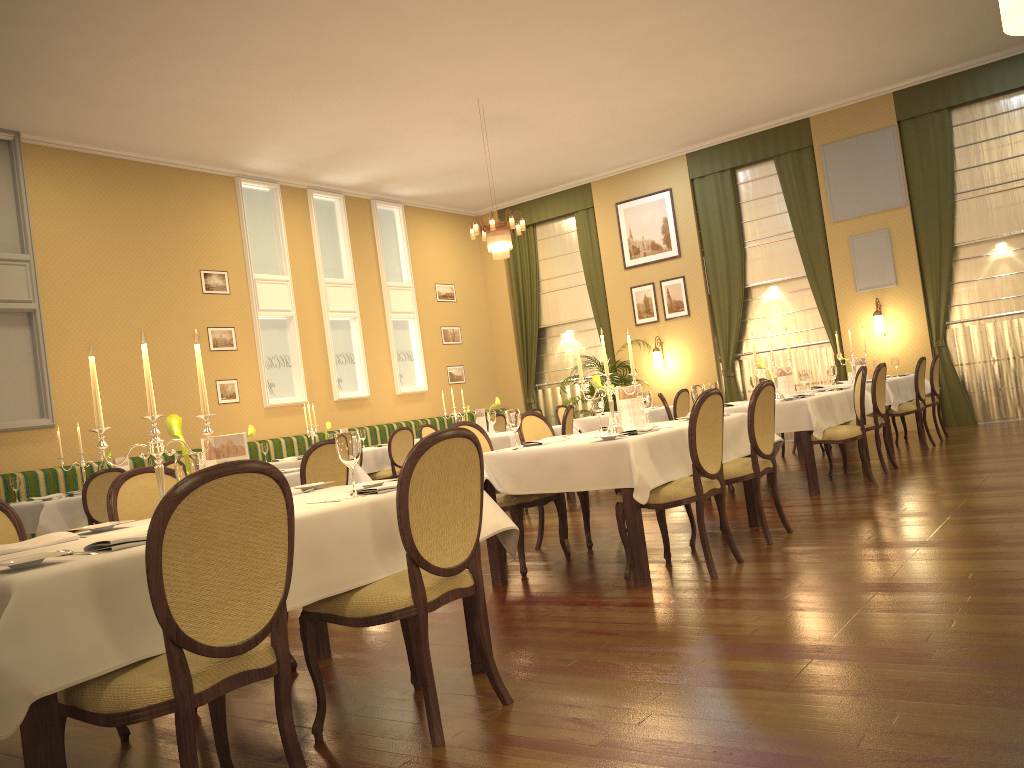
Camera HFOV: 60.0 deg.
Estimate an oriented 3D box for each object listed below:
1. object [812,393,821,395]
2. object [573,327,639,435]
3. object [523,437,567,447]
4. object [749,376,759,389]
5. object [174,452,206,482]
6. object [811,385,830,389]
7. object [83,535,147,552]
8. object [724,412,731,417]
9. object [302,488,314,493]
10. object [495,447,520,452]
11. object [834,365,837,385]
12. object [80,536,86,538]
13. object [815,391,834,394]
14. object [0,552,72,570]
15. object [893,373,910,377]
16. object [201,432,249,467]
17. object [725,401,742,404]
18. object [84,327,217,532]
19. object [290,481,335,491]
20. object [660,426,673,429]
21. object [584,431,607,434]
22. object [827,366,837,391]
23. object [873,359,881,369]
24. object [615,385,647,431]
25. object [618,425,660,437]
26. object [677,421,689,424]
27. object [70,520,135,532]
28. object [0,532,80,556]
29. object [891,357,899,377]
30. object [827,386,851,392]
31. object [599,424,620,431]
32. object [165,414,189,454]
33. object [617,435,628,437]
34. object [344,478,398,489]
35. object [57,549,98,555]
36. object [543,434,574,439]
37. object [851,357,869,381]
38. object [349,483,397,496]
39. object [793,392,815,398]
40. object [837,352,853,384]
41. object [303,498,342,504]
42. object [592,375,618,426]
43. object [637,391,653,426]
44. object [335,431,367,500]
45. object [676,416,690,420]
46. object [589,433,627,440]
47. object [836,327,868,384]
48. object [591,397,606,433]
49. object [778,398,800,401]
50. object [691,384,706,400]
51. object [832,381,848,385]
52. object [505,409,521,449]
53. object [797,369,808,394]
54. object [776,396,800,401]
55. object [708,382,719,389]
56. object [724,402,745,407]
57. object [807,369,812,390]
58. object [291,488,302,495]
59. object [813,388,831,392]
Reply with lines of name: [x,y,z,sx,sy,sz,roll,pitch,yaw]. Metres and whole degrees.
object: [2.573,0.096,7.643,0.185,0.010,0.017,-9,-2,35]
object: [0.578,-0.021,5.328,0.390,0.655,0.131,-7,-2,-21]
object: [0.196,0.342,5.268,0.142,0.033,0.273,-9,-2,35]
object: [2.297,0.043,8.368,0.088,0.229,0.088,-8,-2,-7]
object: [-0.954,0.322,2.653,0.088,0.229,0.088,-8,-2,-7]
object: [3.444,0.033,9.898,0.142,0.033,0.273,-9,-2,35]
object: [-1.031,0.429,2.482,0.142,0.033,0.273,-9,-2,35]
object: [1.287,0.210,5.696,0.142,0.024,0.273,-9,-2,35]
object: [-0.900,0.454,3.741,0.181,0.015,0.038,-9,-2,37]
object: [-0.025,0.372,5.052,0.181,0.015,0.038,-9,-2,37]
object: [3.830,-0.103,10.554,0.088,0.229,0.088,-8,-2,-7]
object: [-1.465,0.511,2.967,0.185,0.010,0.017,-9,-2,36]
object: [2.792,0.075,7.956,0.185,0.010,0.017,-9,-2,35]
object: [-1.218,0.450,2.223,0.160,0.024,0.160,-9,-2,35]
object: [4.535,-0.099,10.327,0.142,0.024,0.273,-9,-2,35]
object: [-0.992,0.316,3.046,0.166,0.277,0.081,-8,-2,7]
object: [2.015,0.176,8.008,0.160,0.024,0.160,-9,-2,35]
object: [-1.153,0.144,2.860,0.390,0.655,0.131,-7,-2,-21]
object: [-0.879,0.450,3.851,0.160,0.024,0.160,-9,-2,35]
object: [0.858,0.259,5.198,0.185,0.010,0.017,-9,-2,35]
object: [0.555,0.318,5.847,0.185,0.010,0.017,-9,-2,36]
object: [2.889,-0.048,7.981,0.088,0.229,0.088,-8,-2,-7]
object: [4.025,-0.152,9.752,0.088,0.229,0.088,-8,-2,-7]
object: [0.739,0.151,5.514,0.166,0.277,0.081,-8,-2,7]
object: [0.700,0.264,4.950,0.142,0.033,0.273,-9,-2,35]
object: [1.077,0.238,5.511,0.185,0.010,0.017,-9,-2,35]
object: [-1.431,0.504,3.095,0.160,0.024,0.160,-9,-2,35]
object: [-1.535,0.507,2.799,0.142,0.033,0.273,-9,-2,35]
object: [4.367,-0.189,10.087,0.088,0.229,0.088,-8,-2,-7]
object: [3.002,0.047,8.141,0.142,0.024,0.273,-9,-2,35]
object: [0.723,0.294,6.082,0.142,0.033,0.273,-9,-2,35]
object: [-1.143,0.286,3.091,0.076,0.375,0.163,-7,-2,-33]
object: [0.564,0.287,4.847,0.181,0.015,0.038,-9,-2,37]
object: [-0.537,0.391,3.423,0.160,0.024,0.160,-9,-2,35]
object: [-1.168,0.451,2.378,0.181,0.015,0.038,-9,-2,37]
object: [0.300,0.339,5.564,0.160,0.024,0.160,-9,-2,35]
object: [3.987,-0.158,10.145,0.166,0.277,0.081,-8,-2,7]
object: [-0.444,0.375,3.228,0.142,0.024,0.273,-9,-2,35]
object: [2.415,0.101,7.395,0.142,0.033,0.273,-9,-2,35]
object: [3.837,-0.187,10.189,0.076,0.375,0.163,-7,-2,-33]
object: [-0.654,0.403,3.043,0.185,0.010,0.017,-9,-2,35]
object: [0.589,0.122,5.559,0.076,0.375,0.163,-7,-2,-33]
object: [0.777,0.157,5.121,0.088,0.229,0.088,-7,-2,-13]
object: [-0.557,0.280,3.068,0.088,0.229,0.088,-8,-2,-7]
object: [1.195,0.227,5.891,0.160,0.024,0.160,-9,-2,35]
object: [0.513,0.285,4.691,0.160,0.024,0.160,-9,-2,35]
object: [3.826,-0.330,9.959,0.390,0.655,0.131,-8,-2,1]
object: [0.582,0.207,5.923,0.088,0.229,0.088,-8,-2,-7]
object: [2.279,0.123,7.291,0.181,0.015,0.038,-9,-2,37]
object: [1.175,0.115,5.536,0.088,0.229,0.088,-8,-2,-7]
object: [3.971,-0.016,10.712,0.142,0.033,0.273,-9,-2,35]
object: [0.016,0.261,5.124,0.088,0.229,0.088,-8,-2,-7]
object: [2.492,-0.006,7.566,0.088,0.229,0.088,-7,-2,-13]
object: [2.228,0.122,7.136,0.160,0.024,0.160,-9,-2,35]
object: [1.731,0.097,7.569,0.088,0.229,0.088,-8,-2,-7]
object: [1.911,0.179,7.712,0.142,0.033,0.273,-9,-2,35]
object: [3.264,-0.048,9.755,0.088,0.229,0.088,-8,-2,-7]
object: [-1.009,0.458,3.614,0.142,0.033,0.273,-9,-2,35]
object: [2.909,0.063,8.335,0.160,0.024,0.160,-9,-2,35]
